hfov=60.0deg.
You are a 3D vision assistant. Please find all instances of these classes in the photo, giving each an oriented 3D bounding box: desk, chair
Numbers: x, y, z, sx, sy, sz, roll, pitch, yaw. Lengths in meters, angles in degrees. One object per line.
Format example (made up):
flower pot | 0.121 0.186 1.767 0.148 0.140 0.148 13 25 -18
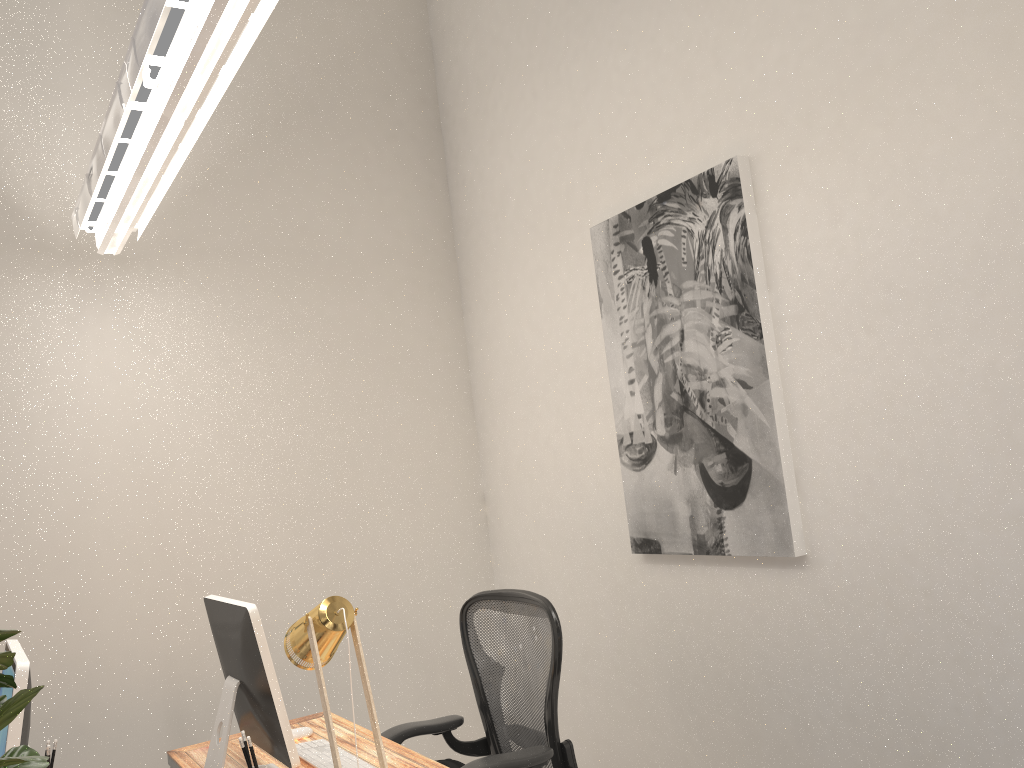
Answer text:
desk | -0.454 1.389 2.294 0.529 0.723 1.403 -4 -6 -32
chair | -0.116 1.206 2.648 0.771 1.084 0.792 -11 -7 41

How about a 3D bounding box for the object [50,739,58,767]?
object | -1.145 0.991 2.192 0.054 0.207 0.008 -2 -7 -45

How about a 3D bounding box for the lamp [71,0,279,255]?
lamp | 0.340 -2.360 0.121 0.226 2.860 7.315 -4 -6 -32

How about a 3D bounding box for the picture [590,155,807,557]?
picture | 0.565 -0.039 2.892 0.049 1.181 0.732 -4 -6 -32

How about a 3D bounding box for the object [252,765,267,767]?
object | -0.583 0.950 2.042 0.101 0.126 0.101 -8 -5 13

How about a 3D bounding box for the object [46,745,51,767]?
object | -1.136 0.987 2.170 0.054 0.207 0.008 -11 -6 40

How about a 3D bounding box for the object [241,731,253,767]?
object | -0.601 0.911 2.053 0.054 0.207 0.008 -11 -6 40

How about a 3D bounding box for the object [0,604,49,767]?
object | -0.813 0.397 1.048 0.438 1.076 0.514 -2 -7 -41

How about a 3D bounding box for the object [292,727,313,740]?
object | -0.667 1.078 2.732 0.106 0.029 0.059 -3 -7 -31

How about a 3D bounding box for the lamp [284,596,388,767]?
lamp | -0.396 0.713 1.998 0.126 0.469 0.345 -4 -6 -32

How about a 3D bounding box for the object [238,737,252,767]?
object | -0.592 0.908 2.031 0.054 0.207 0.008 -2 -7 -45

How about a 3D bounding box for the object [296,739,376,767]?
object | -0.501 1.036 2.451 0.118 0.017 0.439 -3 -7 -32

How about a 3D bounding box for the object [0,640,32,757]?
object | -1.040 0.807 1.872 0.189 0.484 0.484 -4 -6 -32

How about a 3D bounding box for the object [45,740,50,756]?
object | -1.157 0.992 2.189 0.008 0.207 0.054 -9 -5 23

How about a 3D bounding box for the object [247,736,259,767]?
object | -0.580 0.907 2.034 0.008 0.207 0.054 -9 -5 23

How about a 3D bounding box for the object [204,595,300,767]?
object | -0.730 0.820 2.374 0.189 0.484 0.484 -4 -6 -32
